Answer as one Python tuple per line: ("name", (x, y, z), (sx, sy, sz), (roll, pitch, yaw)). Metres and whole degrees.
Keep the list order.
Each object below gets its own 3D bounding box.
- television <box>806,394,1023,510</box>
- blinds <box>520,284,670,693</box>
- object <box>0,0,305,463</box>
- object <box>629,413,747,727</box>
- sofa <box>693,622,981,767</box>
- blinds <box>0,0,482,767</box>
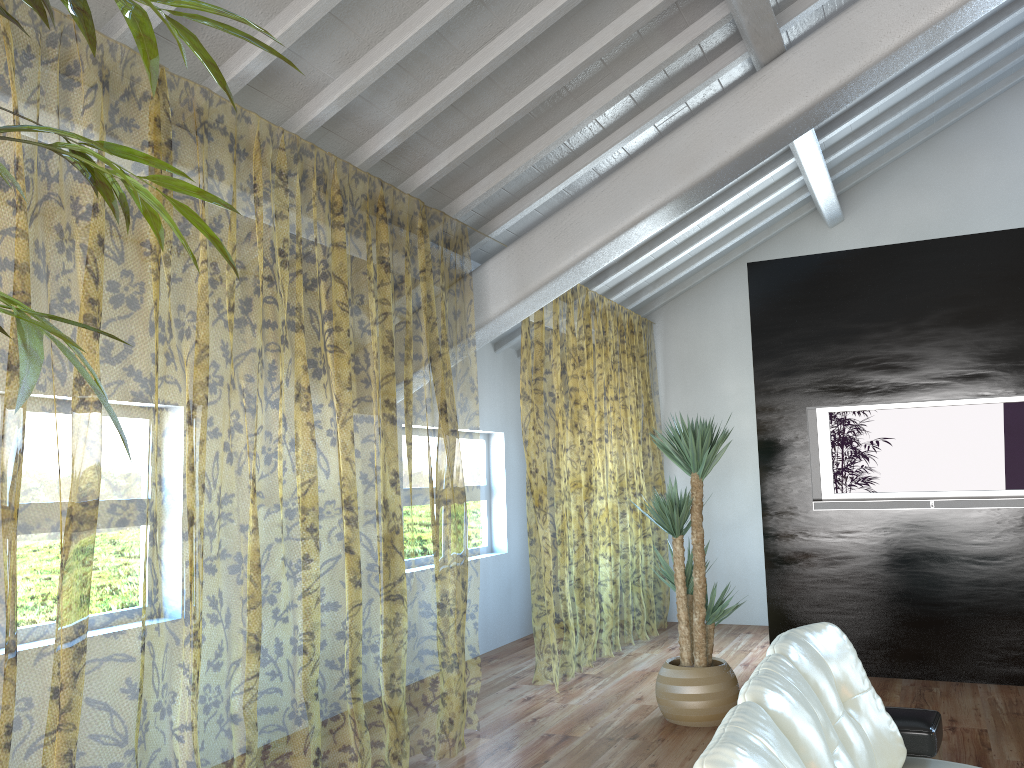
("television", (2.460, 0.416, 5.240), (1.336, 0.639, 0.044), (-5, -7, 25))
("blinds", (0.658, 0.618, 6.333), (0.306, 2.546, 2.780), (-5, -7, 25))
("object", (-0.736, 0.075, 0.613), (1.399, 2.473, 1.177), (3, -8, -40))
("object", (0.912, 0.933, 4.602), (0.564, 1.586, 0.588), (2, -7, -31))
("sofa", (0.713, 0.953, 1.267), (1.359, 0.805, 3.047), (-2, -6, 4))
("blinds", (-0.942, 0.297, 2.935), (0.306, 2.546, 3.505), (-5, -7, 25))
